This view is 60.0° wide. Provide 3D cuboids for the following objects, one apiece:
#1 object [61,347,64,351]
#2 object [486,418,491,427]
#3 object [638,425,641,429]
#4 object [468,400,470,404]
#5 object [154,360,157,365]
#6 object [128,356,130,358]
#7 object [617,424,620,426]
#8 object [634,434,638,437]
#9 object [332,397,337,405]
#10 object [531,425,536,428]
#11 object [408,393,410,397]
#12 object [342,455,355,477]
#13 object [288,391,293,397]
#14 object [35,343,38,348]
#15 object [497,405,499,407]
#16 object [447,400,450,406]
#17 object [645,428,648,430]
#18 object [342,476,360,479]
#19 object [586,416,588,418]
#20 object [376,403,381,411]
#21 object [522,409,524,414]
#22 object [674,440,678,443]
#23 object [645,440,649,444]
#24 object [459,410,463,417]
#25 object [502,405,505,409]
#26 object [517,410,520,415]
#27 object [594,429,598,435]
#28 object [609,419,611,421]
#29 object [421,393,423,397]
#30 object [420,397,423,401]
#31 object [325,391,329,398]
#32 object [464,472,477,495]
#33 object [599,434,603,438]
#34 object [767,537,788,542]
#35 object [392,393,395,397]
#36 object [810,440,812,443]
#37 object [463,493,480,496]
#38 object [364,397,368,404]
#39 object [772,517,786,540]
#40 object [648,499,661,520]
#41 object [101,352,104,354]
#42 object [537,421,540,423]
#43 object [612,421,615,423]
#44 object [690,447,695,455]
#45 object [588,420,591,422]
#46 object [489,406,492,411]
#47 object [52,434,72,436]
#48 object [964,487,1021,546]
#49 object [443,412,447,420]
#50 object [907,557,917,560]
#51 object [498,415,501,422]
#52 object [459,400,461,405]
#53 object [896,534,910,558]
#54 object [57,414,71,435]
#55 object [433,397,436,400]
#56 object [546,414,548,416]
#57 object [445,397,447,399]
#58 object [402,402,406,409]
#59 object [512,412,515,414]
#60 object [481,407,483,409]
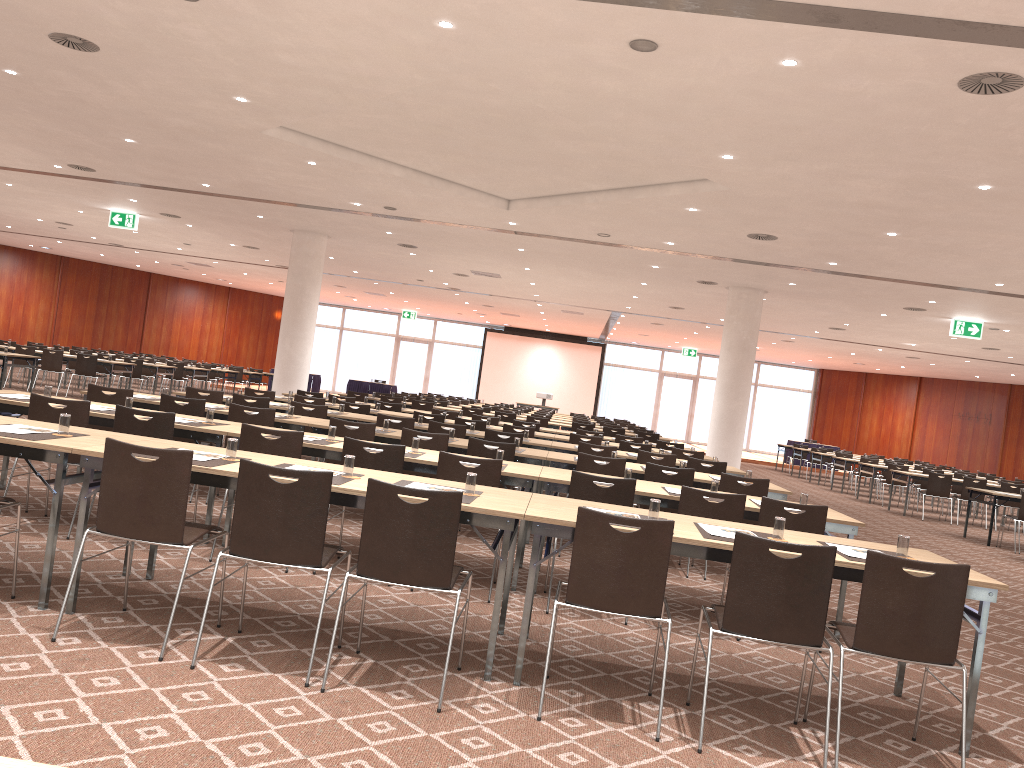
[{"bbox_3d":[-10.608,-0.821,20.931,0.054,0.114,0.054,8,0,38],"label":"object"},{"bbox_3d":[-0.338,0.552,12.734,0.054,0.114,0.054,8,0,38],"label":"object"},{"bbox_3d":[3.162,1.080,22.017,0.054,0.114,0.054,8,0,-30],"label":"object"},{"bbox_3d":[-1.196,0.491,24.325,0.054,0.114,0.054,8,0,38],"label":"object"},{"bbox_3d":[-8.359,-0.512,20.772,0.054,0.114,0.054,8,0,-30],"label":"object"},{"bbox_3d":[-9.004,-0.601,20.830,0.054,0.114,0.054,8,0,-30],"label":"object"},{"bbox_3d":[2.402,0.966,20.071,0.054,0.114,0.054,8,0,38],"label":"object"},{"bbox_3d":[2.040,0.889,14.589,0.054,0.114,0.054,8,0,38],"label":"object"},{"bbox_3d":[-2.585,0.244,12.886,0.054,0.114,0.054,8,0,15],"label":"object"},{"bbox_3d":[0.303,0.640,12.688,0.054,0.114,0.054,8,0,38],"label":"object"},{"bbox_3d":[-2.604,0.288,22.399,0.054,0.114,0.054,8,0,-30],"label":"object"},{"bbox_3d":[-0.873,0.439,4.745,0.054,0.114,0.054,8,0,-30],"label":"object"},{"bbox_3d":[-3.229,0.155,12.933,0.054,0.114,0.054,8,0,38],"label":"object"},{"bbox_3d":[-11.251,-0.909,20.976,0.054,0.114,0.054,8,0,38],"label":"object"},{"bbox_3d":[-0.360,0.596,22.250,0.054,0.114,0.054,8,0,38],"label":"object"},{"bbox_3d":[-1.459,0.435,20.328,0.054,0.114,0.054,8,0,-30],"label":"object"},{"bbox_3d":[3.030,1.052,20.025,0.054,0.114,0.054,8,0,-30],"label":"object"},{"bbox_3d":[-0.862,0.498,4.752,0.102,0.001,0.102,8,0,-30],"label":"object"},{"bbox_3d":[2.022,0.933,24.102,0.054,0.114,0.054,8,0,38],"label":"object"},{"bbox_3d":[-1.937,0.333,12.832,0.054,0.114,0.054,8,0,15],"label":"object"},{"bbox_3d":[0.275,0.683,22.205,0.054,0.114,0.054,8,0,38],"label":"object"},{"bbox_3d":[2.687,0.977,14.542,0.054,0.114,0.054,8,0,-7],"label":"object"},{"bbox_3d":[1.906,0.860,12.578,0.054,0.114,0.054,8,0,-30],"label":"object"},{"bbox_3d":[-0.849,0.492,14.774,0.054,0.114,0.054,8,0,-7],"label":"object"},{"bbox_3d":[-0.227,0.624,24.250,0.054,0.114,0.054,8,0,38],"label":"object"},{"bbox_3d":[0.158,0.657,20.212,0.054,0.114,0.054,8,0,-30],"label":"object"},{"bbox_3d":[1.391,0.799,14.623,0.054,0.114,0.054,8,0,15],"label":"object"},{"bbox_3d":[2.658,1.020,24.053,0.054,0.114,0.054,8,0,38],"label":"object"},{"bbox_3d":[-2.467,0.317,24.394,0.054,0.114,0.054,8,0,-30],"label":"object"},{"bbox_3d":[-2.087,0.349,20.360,0.054,0.114,0.054,8,0,-30],"label":"object"},{"bbox_3d":[-3.103,0.182,14.914,0.054,0.114,0.054,8,0,-7],"label":"object"},{"bbox_3d":[-0.219,0.529,4.698,0.054,0.114,0.054,8,0,-30],"label":"object"},{"bbox_3d":[1.261,0.772,12.627,0.054,0.114,0.054,8,0,-30],"label":"object"},{"bbox_3d":[1.377,0.806,4.596,0.102,0.001,0.102,8,0,-30],"label":"object"},{"bbox_3d":[-2.733,0.260,20.414,0.054,0.114,0.054,8,0,-30],"label":"object"},{"bbox_3d":[10.440,1.997,30.916,0.054,0.114,0.054,8,0,15],"label":"object"},{"bbox_3d":[-0.222,0.586,4.706,0.102,0.001,0.102,8,0,-30],"label":"object"},{"bbox_3d":[-2.449,0.272,14.876,0.054,0.114,0.054,8,0,15],"label":"object"},{"bbox_3d":[1.384,0.749,4.598,0.054,0.114,0.054,8,0,38],"label":"object"},{"bbox_3d":[0.744,0.661,4.642,0.054,0.114,0.054,8,0,38],"label":"object"},{"bbox_3d":[-9.644,-0.689,20.873,0.054,0.114,0.054,8,0,-30],"label":"object"},{"bbox_3d":[0.431,0.668,14.682,0.054,0.114,0.054,8,0,-7],"label":"object"},{"bbox_3d":[2.519,0.992,22.070,0.054,0.114,0.054,8,0,38],"label":"object"},{"bbox_3d":[2.554,0.949,12.536,0.054,0.114,0.054,8,0,38],"label":"object"},{"bbox_3d":[1.752,0.876,20.103,0.054,0.114,0.054,8,0,38],"label":"object"},{"bbox_3d":[-0.496,0.568,20.264,0.054,0.114,0.054,8,0,-30],"label":"object"},{"bbox_3d":[-2.458,0.279,4.850,0.102,0.001,0.102,8,0,-30],"label":"object"},{"bbox_3d":[8.570,2.267,14.191,2.267,0.833,0.953,8,0,4],"label":"object"},{"bbox_3d":[-0.976,0.464,12.781,0.054,0.114,0.054,8,0,38],"label":"object"},{"bbox_3d":[2.029,0.895,4.563,0.102,0.001,0.102,8,0,-30],"label":"object"},{"bbox_3d":[-0.218,0.579,14.728,0.054,0.114,0.054,8,0,-7],"label":"object"},{"bbox_3d":[-1.314,0.465,22.318,0.054,0.114,0.054,8,0,38],"label":"object"},{"bbox_3d":[2.014,0.835,4.569,0.054,0.114,0.054,8,0,-30],"label":"object"},{"bbox_3d":[-2.456,0.222,4.864,0.054,0.114,0.054,8,0,-30],"label":"object"},{"bbox_3d":[-1.956,0.377,22.370,0.054,0.114,0.054,8,0,38],"label":"object"},{"bbox_3d":[0.794,0.745,20.173,0.054,0.114,0.054,8,0,-30],"label":"object"},{"bbox_3d":[-1.825,0.405,24.351,0.054,0.114,0.054,8,0,38],"label":"object"},{"bbox_3d":[-1.802,0.361,14.842,0.054,0.114,0.054,8,0,38],"label":"object"},{"bbox_3d":[0.027,0.629,18.222,0.054,0.114,0.054,8,0,-30],"label":"object"},{"bbox_3d":[-0.621,0.540,18.254,0.054,0.114,0.054,8,0,-30],"label":"object"}]
